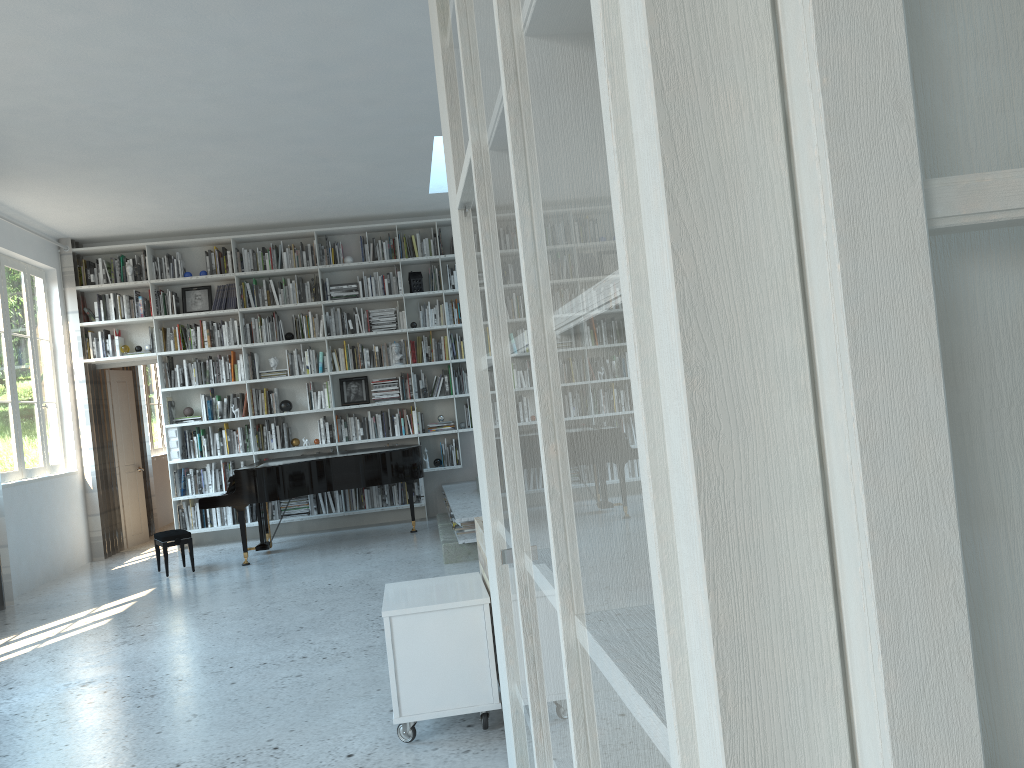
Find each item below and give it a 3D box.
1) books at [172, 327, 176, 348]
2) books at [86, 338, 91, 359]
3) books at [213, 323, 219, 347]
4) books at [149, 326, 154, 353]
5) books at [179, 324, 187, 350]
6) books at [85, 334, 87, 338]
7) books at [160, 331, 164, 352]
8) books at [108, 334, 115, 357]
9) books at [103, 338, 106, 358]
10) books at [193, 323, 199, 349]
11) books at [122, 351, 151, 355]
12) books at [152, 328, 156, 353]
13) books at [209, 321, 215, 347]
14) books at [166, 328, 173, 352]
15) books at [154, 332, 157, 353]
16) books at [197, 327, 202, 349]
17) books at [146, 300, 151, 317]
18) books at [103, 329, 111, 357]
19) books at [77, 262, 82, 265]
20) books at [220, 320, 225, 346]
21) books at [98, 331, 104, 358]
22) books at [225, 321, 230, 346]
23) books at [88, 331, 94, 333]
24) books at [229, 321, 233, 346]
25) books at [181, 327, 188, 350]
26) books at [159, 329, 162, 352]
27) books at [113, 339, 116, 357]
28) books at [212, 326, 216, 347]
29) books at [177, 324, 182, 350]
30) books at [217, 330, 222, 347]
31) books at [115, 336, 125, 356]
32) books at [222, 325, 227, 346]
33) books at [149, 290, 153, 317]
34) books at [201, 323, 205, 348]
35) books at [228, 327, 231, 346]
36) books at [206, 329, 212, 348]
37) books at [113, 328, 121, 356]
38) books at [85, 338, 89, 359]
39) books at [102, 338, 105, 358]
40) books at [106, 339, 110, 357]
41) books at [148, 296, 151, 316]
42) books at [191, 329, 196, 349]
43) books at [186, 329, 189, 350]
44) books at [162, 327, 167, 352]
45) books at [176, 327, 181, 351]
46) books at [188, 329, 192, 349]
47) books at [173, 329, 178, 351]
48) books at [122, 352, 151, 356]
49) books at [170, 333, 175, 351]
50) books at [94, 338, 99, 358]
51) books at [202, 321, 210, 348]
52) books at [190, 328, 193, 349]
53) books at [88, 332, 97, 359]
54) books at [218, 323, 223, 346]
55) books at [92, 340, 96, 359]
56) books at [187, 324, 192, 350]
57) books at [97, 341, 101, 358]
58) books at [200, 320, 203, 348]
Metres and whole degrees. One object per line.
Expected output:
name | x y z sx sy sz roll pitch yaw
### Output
books | -3.472 -0.456 9.163 0.010 0.263 0.151 -6 0 -7
books | -4.300 -0.350 9.059 0.013 0.222 0.162 -6 0 -7
books | -3.061 -0.497 9.219 0.029 0.260 0.157 -6 0 -7
books | -3.699 -0.444 9.133 0.012 0.285 0.159 -6 0 -7
books | -3.397 -0.471 9.159 0.011 0.277 0.164 -6 0 -7
books | -4.327 -0.372 9.044 0.011 0.272 0.188 -6 0 -7
books | -3.585 -0.429 9.150 0.022 0.232 0.151 -6 0 -7
books | -4.077 -0.380 9.067 0.021 0.237 0.188 -6 0 -7
books | -4.140 -0.358 9.081 0.011 0.206 0.163 -6 0 -7
books | -3.260 -0.483 9.186 0.014 0.272 0.180 -6 0 -7
books | -3.842 -0.316 9.122 0.285 0.012 0.159 -6 -1 -5
books | -3.672 -0.438 9.157 0.044 0.269 0.134 -6 0 -7
books | -3.101 -0.506 9.212 0.025 0.286 0.161 -6 0 -7
books | -3.534 -0.447 9.163 0.062 0.258 0.153 -6 0 -7
books | -3.622 -0.421 9.111 0.021 0.224 0.232 -6 -1 -7
books | -3.229 -0.469 9.194 0.047 0.238 0.162 -6 0 -7
books | -3.729 -0.760 9.137 0.026 0.188 0.154 -6 0 -7
books | -4.131 -0.405 9.065 0.013 0.297 0.187 -6 0 -7
books | -4.423 -1.117 9.061 0.012 0.307 0.180 -6 0 -7
books | -2.991 -0.515 9.213 0.012 0.281 0.188 -6 0 -7
books | -4.184 -0.391 9.081 0.022 0.281 0.156 -6 0 -7
books | -2.943 -0.511 9.214 0.022 0.263 0.174 -6 0 -7
books | -4.294 -0.390 9.083 0.013 0.303 0.135 -6 0 -7
books | -2.909 -0.515 9.240 0.024 0.266 0.155 -6 0 -7
books | -3.369 -0.460 9.179 0.047 0.249 0.134 -6 0 -7
books | -3.604 -0.438 9.156 0.012 0.254 0.161 -6 0 -7
books | -4.054 -0.359 9.110 0.029 0.191 0.134 -6 0 -7
books | -3.078 -0.481 9.203 0.013 0.232 0.171 -6 0 -7
books | -3.414 -0.471 9.168 0.020 0.281 0.164 -6 0 -7
books | -3.032 -0.463 9.221 0.022 0.186 0.136 -6 0 -7
books | -4.010 -0.374 9.082 0.029 0.211 0.187 -6 0 -7
books | -2.967 -0.492 9.211 0.030 0.230 0.172 -6 0 -7
books | -3.701 -0.816 9.142 0.014 0.294 0.173 -6 0 -7
books | -3.180 -0.490 9.184 0.023 0.271 0.187 -6 0 -7
books | -2.924 -0.484 9.228 0.013 0.206 0.172 -6 0 -7
books | -3.120 -0.459 9.182 0.029 0.195 0.192 -6 -1 -7
books | -4.037 -0.415 9.093 0.013 0.298 0.179 -6 0 -7
books | -4.314 -0.351 9.056 0.013 0.228 0.179 -6 0 -7
books | -4.160 -0.360 9.100 0.023 0.214 0.140 -6 0 -7
books | -4.109 -0.355 9.081 0.024 0.193 0.181 -6 0 -7
books | -3.714 -0.786 9.153 0.014 0.236 0.144 -6 0 -7
books | -3.278 -0.453 9.178 0.031 0.217 0.173 -6 0 -7
books | -3.340 -0.453 9.187 0.012 0.230 0.149 -6 0 -7
books | -3.569 -0.446 9.143 0.012 0.263 0.180 -6 0 -7
books | -3.428 -0.455 9.162 0.014 0.252 0.187 -6 0 -7
books | -3.312 -0.450 9.174 0.014 0.218 0.164 -6 0 -7
books | -3.449 -0.442 9.161 0.030 0.230 0.172 -6 0 -7
books | -3.840 -0.304 9.120 0.285 0.012 0.159 -6 -1 -10
books | -3.484 -0.421 9.145 0.026 0.195 0.175 -6 0 -7
books | -4.225 -0.356 9.067 0.010 0.220 0.181 -6 0 -7
books | -3.154 -0.500 9.182 0.030 0.286 0.185 -6 0 -7
books | -3.301 -0.456 9.182 0.011 0.229 0.170 -6 0 -7
books | -4.273 -0.382 9.062 0.023 0.281 0.170 -6 0 -7
books | -3.015 -0.502 9.228 0.035 0.260 0.131 -6 0 -7
books | -4.244 -0.343 9.073 0.029 0.197 0.160 -6 0 -7
books | -3.330 -0.478 9.185 0.012 0.277 0.150 -6 0 -7
books | -4.207 -0.340 9.094 0.029 0.185 0.134 -6 0 -7
books | -3.202 -0.504 9.200 0.014 0.304 0.151 -6 0 -7
